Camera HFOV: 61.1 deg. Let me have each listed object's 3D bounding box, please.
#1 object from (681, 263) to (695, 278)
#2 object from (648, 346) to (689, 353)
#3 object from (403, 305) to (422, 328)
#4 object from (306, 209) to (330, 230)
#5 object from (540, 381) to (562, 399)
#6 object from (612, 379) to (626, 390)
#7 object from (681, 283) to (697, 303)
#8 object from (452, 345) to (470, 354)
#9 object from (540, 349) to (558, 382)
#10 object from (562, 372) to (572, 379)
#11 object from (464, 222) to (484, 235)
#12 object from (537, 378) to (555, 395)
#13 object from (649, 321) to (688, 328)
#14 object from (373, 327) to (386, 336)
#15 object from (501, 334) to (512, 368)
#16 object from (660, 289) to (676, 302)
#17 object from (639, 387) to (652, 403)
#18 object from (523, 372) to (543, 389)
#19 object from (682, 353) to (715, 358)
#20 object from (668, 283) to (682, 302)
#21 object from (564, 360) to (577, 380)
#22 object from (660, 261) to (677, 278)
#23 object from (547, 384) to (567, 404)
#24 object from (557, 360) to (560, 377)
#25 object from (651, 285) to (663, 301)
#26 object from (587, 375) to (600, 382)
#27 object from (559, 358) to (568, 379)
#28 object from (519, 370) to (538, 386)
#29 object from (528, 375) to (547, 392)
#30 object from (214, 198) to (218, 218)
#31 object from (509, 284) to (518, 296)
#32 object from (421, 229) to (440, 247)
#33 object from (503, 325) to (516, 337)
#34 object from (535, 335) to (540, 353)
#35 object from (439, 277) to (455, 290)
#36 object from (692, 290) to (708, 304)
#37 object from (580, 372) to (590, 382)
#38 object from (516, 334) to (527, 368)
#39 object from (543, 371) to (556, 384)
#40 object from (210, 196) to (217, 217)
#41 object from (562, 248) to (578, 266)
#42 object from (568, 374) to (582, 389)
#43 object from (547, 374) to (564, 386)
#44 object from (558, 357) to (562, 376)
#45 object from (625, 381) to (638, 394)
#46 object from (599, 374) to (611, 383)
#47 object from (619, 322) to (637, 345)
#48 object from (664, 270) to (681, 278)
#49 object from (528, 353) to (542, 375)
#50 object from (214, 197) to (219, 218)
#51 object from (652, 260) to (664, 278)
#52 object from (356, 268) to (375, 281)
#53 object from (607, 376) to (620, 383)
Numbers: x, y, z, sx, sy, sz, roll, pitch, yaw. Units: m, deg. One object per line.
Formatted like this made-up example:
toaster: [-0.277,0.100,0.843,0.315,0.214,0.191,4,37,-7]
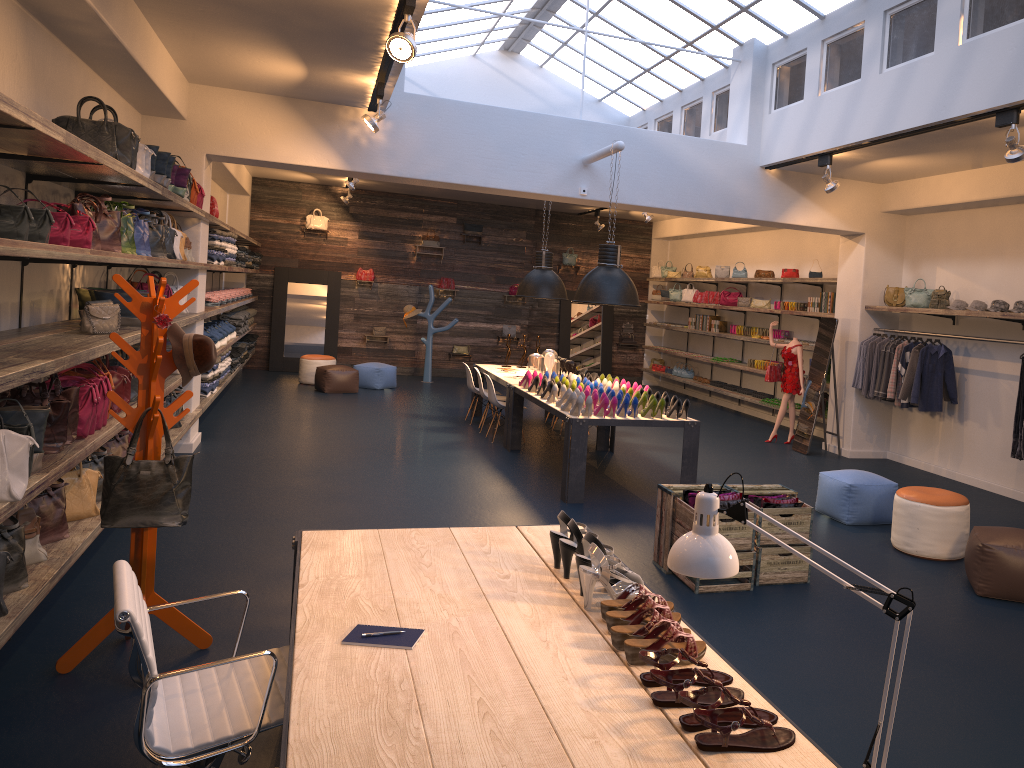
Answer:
object: [3.423,-2.195,16.839,0.112,0.299,0.270,2,4,-45]
object: [3.173,-0.698,17.592,0.369,0.024,1.791,3,6,-13]
object: [-1.851,-1.251,16.144,0.353,0.440,0.337,3,3,-20]
object: [-3.616,-3.064,16.147,0.457,0.385,0.179,2,3,-30]
object: [0.402,0.056,8.733,0.214,0.195,0.229,3,4,-21]
object: [1.155,0.028,9.550,0.212,0.195,0.231,3,4,-16]
object: [3.460,-1.759,16.725,0.394,0.385,0.208,7,4,36]
object: [-0.985,-0.683,17.194,0.395,0.173,0.212,0,6,-40]
object: [0.437,-0.207,10.208,0.216,0.411,0.188,3,3,-28]
object: [0.611,-0.050,9.895,0.208,0.195,0.235,4,4,-10]
object: [-0.763,-3.065,17.188,0.445,0.231,0.167,2,4,-25]
object: [0.365,0.026,8.994,0.208,0.195,0.236,4,4,-8]
object: [3.256,-1.216,17.733,0.504,0.060,1.454,3,6,-14]
object: [-2.541,-1.013,16.637,0.291,0.175,0.096,0,4,-39]
object: [-0.062,-0.469,12.057,0.143,0.467,0.137,4,2,-5]
object: [3.210,-1.808,17.731,0.395,0.231,0.188,6,4,21]
object: [1.328,0.123,8.782,0.207,0.195,0.236,4,4,-8]
object: [0.234,-0.036,9.488,0.211,0.195,0.239,4,4,-5]
object: [3.477,-0.533,16.228,0.372,0.029,0.847,3,6,-14]
object: [3.274,-1.817,17.212,0.345,0.366,0.187,6,3,26]
object: [0.701,-0.143,10.402,0.162,0.285,0.146,3,3,-17]
object: [3.223,-2.352,17.871,0.345,0.366,0.187,6,3,26]
object: [0.450,0.087,8.476,0.207,0.195,0.236,4,4,-7]
object: [0.488,-0.163,10.409,0.187,0.289,0.162,3,3,-28]
object: [3.096,-1.922,18.233,0.331,0.334,0.176,6,3,27]
object: [0.881,-0.011,9.721,0.213,0.195,0.230,3,4,-19]
object: [0.648,-0.172,10.642,0.162,0.285,0.146,3,3,-17]
object: [0.190,-0.067,9.744,0.214,0.195,0.228,3,4,-22]
object: [0.283,-0.005,9.228,0.212,0.195,0.231,3,4,-16]
object: [-3.242,-1.853,9.043,0.334,0.244,0.136,3,3,-17]
object: [0.078,-1.908,17.573,0.262,0.243,0.206,3,4,-21]
object: [-1.577,-2.844,16.908,0.362,0.334,0.161,4,2,-8]
object: [-0.045,-1.075,17.564,0.278,0.229,0.078,4,2,-3]
object: [0.368,-0.452,12.216,0.151,0.467,0.128,3,2,-40]
object: [-1.259,-1.974,17.056,0.343,0.254,0.129,2,3,-31]
object: [3.524,-1.618,16.123,0.314,0.253,0.148,7,4,33]
object: [0.812,-0.045,9.990,0.212,0.195,0.231,3,4,-16]
object: [0.146,-0.460,12.132,0.131,0.467,0.149,5,2,27]
object: [0.408,-0.059,9.832,0.212,0.195,0.231,3,4,-16]
object: [-3.221,-1.842,8.953,0.336,0.244,0.135,3,3,-20]
object: [1.196,-2.631,17.927,0.395,0.366,0.163,2,3,-31]
object: [0.678,-0.018,9.644,0.212,0.195,0.231,3,4,-16]
object: [0.479,-0.026,9.569,0.215,0.195,0.227,2,5,-24]
object: [0.596,-0.201,10.875,0.162,0.285,0.146,3,3,-17]
object: [1.260,0.063,9.303,0.208,0.195,0.235,4,4,-9]
object: [1.054,-0.031,10.042,0.212,0.195,0.231,3,4,-16]
object: [2.476,-1.088,18.506,0.377,0.459,0.222,3,3,-18]
object: [3.244,-2.220,17.591,0.337,0.173,0.249,8,6,36]
object: [0.283,-0.203,10.423,0.186,0.335,0.186,4,3,2]
object: [-3.260,-1.865,9.141,0.339,0.244,0.134,2,3,-24]
object: [3.154,-2.418,18.338,0.420,0.385,0.195,5,2,5]
object: [-2.784,-2.082,16.512,0.346,0.253,0.134,4,3,-8]
object: [1.114,0.000,9.792,0.212,0.195,0.231,3,4,-16]
